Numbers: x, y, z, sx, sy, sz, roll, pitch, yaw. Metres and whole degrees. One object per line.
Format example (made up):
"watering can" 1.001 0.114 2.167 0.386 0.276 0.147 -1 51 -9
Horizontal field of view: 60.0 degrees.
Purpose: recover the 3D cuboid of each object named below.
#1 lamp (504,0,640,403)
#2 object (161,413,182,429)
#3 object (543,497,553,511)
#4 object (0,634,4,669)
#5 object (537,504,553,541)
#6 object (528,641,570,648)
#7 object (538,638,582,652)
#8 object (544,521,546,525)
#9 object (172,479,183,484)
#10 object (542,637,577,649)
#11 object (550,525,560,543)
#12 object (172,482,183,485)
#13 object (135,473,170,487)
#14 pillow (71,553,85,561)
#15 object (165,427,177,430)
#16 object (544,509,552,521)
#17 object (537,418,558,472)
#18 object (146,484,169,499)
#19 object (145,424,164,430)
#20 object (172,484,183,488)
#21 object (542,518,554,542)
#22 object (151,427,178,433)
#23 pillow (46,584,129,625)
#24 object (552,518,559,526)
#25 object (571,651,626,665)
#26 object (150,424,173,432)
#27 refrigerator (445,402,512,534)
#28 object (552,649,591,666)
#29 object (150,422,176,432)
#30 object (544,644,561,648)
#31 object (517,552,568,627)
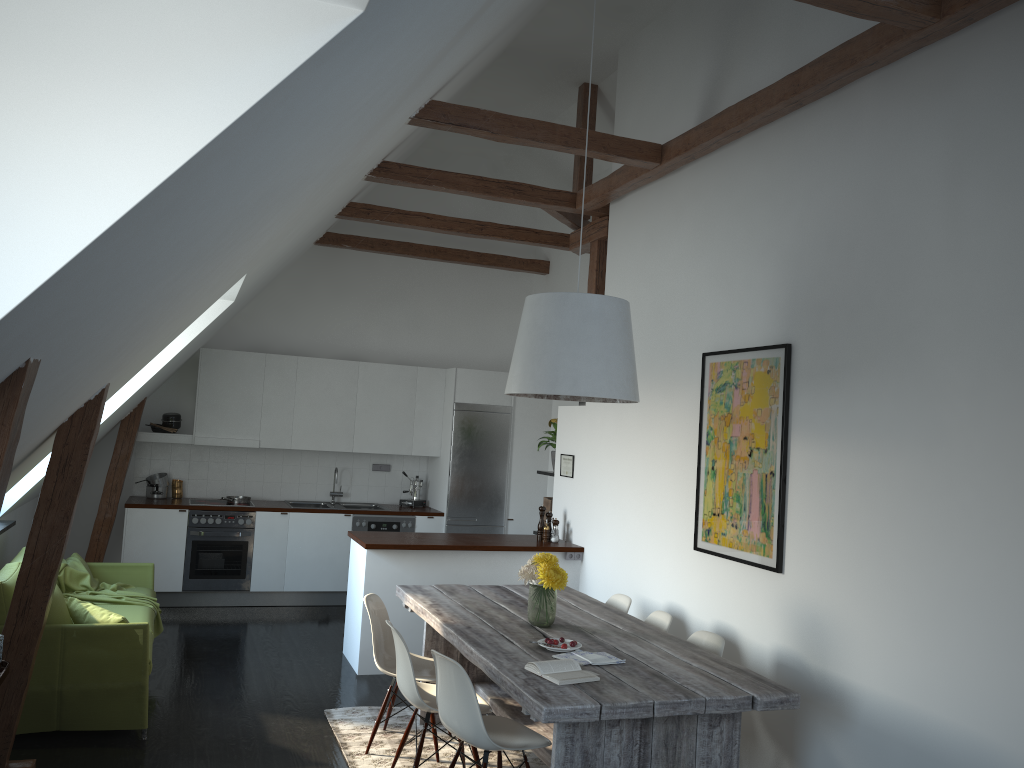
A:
"lamp" 0.410 -1.323 4.674 0.697 2.813 0.757 2 -4 30
"object" -3.255 0.356 8.478 0.200 0.166 0.190 2 -4 33
"object" 0.462 1.044 7.690 0.329 0.101 0.287 4 -3 -10
"object" -2.034 1.004 3.418 0.101 0.211 0.101 4 -3 -5
"object" 0.264 1.102 7.057 0.123 0.283 0.061 5 -3 -20
"object" 0.169 1.186 4.040 0.194 0.022 0.019 4 -3 -5
"object" 0.218 1.201 4.064 0.205 0.024 0.205 5 -3 -28
"object" 0.450 1.243 7.669 0.329 0.101 0.287 4 -3 -10
"object" -3.223 0.945 8.544 0.100 0.047 0.099 5 -3 -24
"object" 0.227 1.190 4.079 0.144 0.034 0.132 1 -4 42
"object" 0.339 1.175 6.948 0.069 0.135 0.069 1 -4 45
"object" -3.226 0.966 8.544 0.100 0.036 0.100 3 -3 8
"object" -3.428 0.924 8.396 0.203 0.169 0.371 1 -4 42
"pillow" -3.066 1.362 6.265 0.210 0.275 0.462 5 -3 -22
"object" -3.280 0.415 8.401 0.335 0.031 0.065 2 -3 27
"object" 0.457 1.145 7.675 0.287 0.101 0.329 5 -3 -25
"object" 0.459 0.529 7.758 0.493 0.486 0.506 4 -3 0
"object" -3.332 1.009 8.396 0.200 0.154 0.348 6 -4 -40
"object" -3.360 0.417 8.411 0.244 0.075 0.357 1 -4 41
"object" -3.227 0.982 8.543 0.100 0.036 0.100 1 -4 36
"object" 0.279 1.144 6.972 0.080 0.192 0.058 6 -4 -36
"object" -3.281 0.436 8.399 0.243 0.056 0.350 5 -4 -31
"pillow" -2.352 1.273 4.904 0.600 0.387 0.475 5 -3 -23
"object" 0.343 1.154 7.024 0.058 0.184 0.058 5 -3 -24
"object" 0.382 1.206 3.915 0.182 0.016 0.179 5 -3 -25
"object" -3.298 0.414 8.337 0.332 0.065 0.065 1 -4 37
"refrigerator" -0.349 1.137 8.900 0.609 1.868 0.031 5 -3 -20
"object" 0.298 1.201 3.901 0.185 0.014 0.182 1 -4 44
"object" -3.290 0.409 8.350 0.331 0.077 0.061 2 -3 28
"object" 0.203 1.196 4.057 0.110 0.011 0.058 4 -3 -16
"object" 0.162 1.050 4.544 0.293 0.365 0.233 1 -4 41
